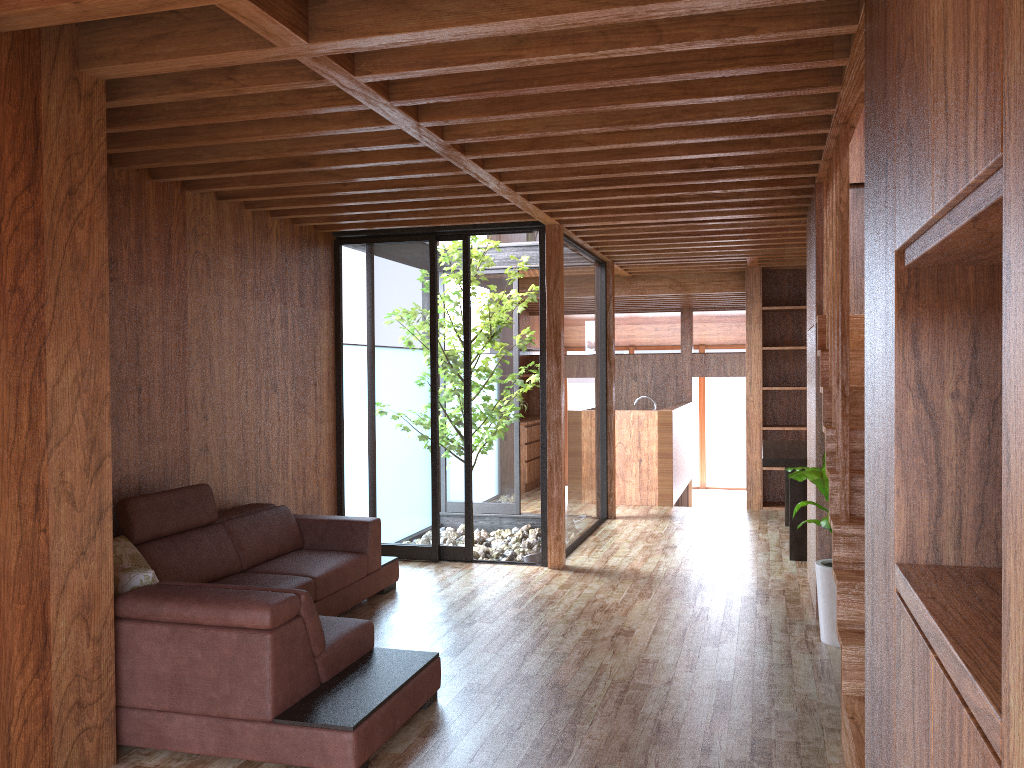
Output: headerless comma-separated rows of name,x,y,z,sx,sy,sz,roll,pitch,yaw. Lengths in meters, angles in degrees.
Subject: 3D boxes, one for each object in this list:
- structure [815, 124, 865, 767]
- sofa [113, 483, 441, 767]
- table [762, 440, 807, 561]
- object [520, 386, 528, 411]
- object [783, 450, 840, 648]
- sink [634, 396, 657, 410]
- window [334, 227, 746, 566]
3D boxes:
structure,1.657,0.109,3.369,0.826,2.298,2.457,0,1,16
sofa,-0.975,0.888,4.237,1.692,0.760,2.515,0,1,16
table,2.280,0.853,6.786,0.697,0.716,1.678,0,1,16
object,0.038,0.196,9.949,0.334,0.449,0.317,0,1,31
object,1.619,0.733,4.237,0.673,1.031,0.633,0,1,5
sink,1.502,0.321,9.947,0.555,0.423,2.468,0,1,16
window,0.835,-0.930,6.435,4.087,5.132,14.022,0,1,16
